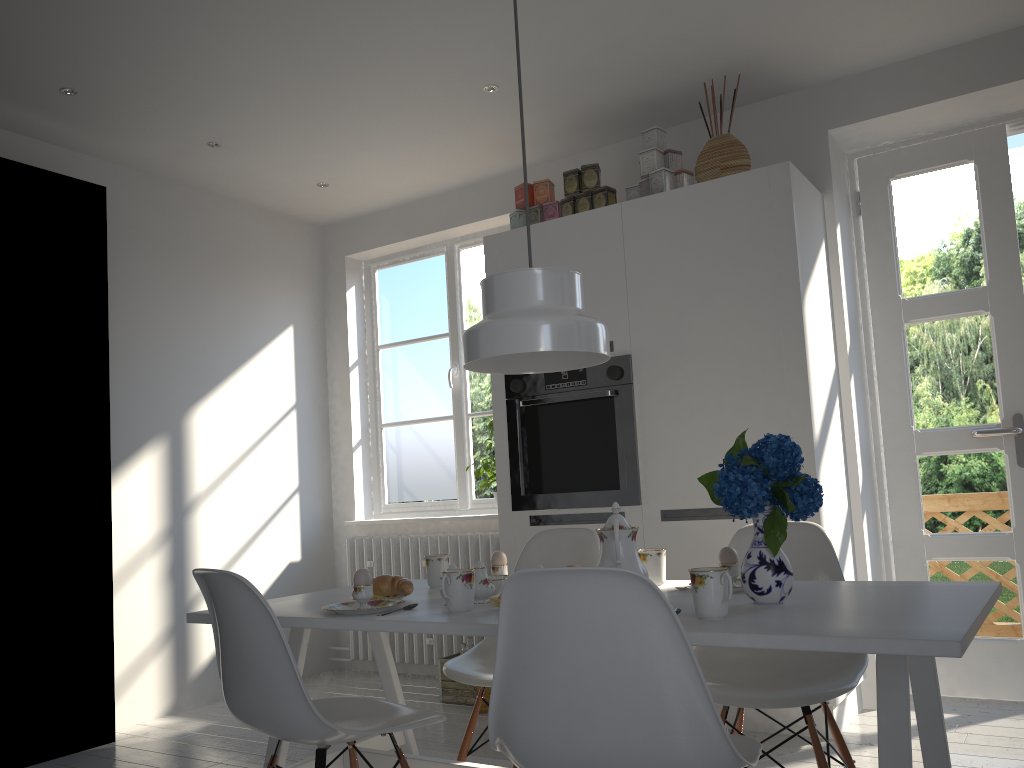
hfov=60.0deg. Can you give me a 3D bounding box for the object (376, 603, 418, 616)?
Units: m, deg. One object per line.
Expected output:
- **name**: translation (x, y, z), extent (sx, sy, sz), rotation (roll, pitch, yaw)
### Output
- **object**: translation (-0.271, 0.533, 2.094), extent (0.032, 0.011, 0.140), rotation (-8, -9, 35)

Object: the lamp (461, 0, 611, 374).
- **lamp**: translation (0.025, -0.708, 2.305), extent (0.373, 1.318, 0.375), rotation (-1, -6, -26)

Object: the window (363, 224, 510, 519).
- **window**: translation (-0.310, -0.037, 4.882), extent (1.289, 1.558, 0.116), rotation (-7, -6, 32)

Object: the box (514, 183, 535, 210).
- **box**: translation (0.065, -0.843, 4.015), extent (0.081, 0.110, 0.081), rotation (1, -7, -37)

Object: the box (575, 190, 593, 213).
- **box**: translation (0.328, -0.769, 3.842), extent (0.081, 0.110, 0.081), rotation (-7, -7, 32)

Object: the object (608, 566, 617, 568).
- **object**: translation (0.204, 0.404, 1.811), extent (0.048, 0.062, 0.048), rotation (-8, -7, 36)

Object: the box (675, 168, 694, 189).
- **box**: translation (0.698, -0.815, 3.644), extent (0.081, 0.110, 0.081), rotation (2, -8, -42)

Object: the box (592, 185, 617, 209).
- **box**: translation (0.398, -0.779, 3.792), extent (0.081, 0.110, 0.081), rotation (-9, -8, 42)

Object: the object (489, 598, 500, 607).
- **object**: translation (0.010, 0.492, 1.983), extent (0.070, 0.036, 0.109), rotation (-9, -9, 40)

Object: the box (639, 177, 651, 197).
- **box**: translation (0.587, -0.801, 3.701), extent (0.081, 0.110, 0.081), rotation (2, -8, -42)

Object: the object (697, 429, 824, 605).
- **object**: translation (0.545, 0.280, 1.904), extent (0.236, 0.375, 0.266), rotation (-7, -7, 34)

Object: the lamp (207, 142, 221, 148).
- **lamp**: translation (-1.345, -1.089, 4.000), extent (0.064, 0.030, 0.064), rotation (-6, -8, 25)

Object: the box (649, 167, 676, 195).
- **box**: translation (0.614, -0.814, 3.615), extent (0.081, 0.110, 0.081), rotation (2, -8, -42)

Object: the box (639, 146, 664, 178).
- **box**: translation (0.583, -0.914, 3.680), extent (0.081, 0.110, 0.081), rotation (-8, -7, 37)

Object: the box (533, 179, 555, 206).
- **box**: translation (0.146, -0.851, 3.982), extent (0.081, 0.110, 0.081), rotation (-6, -6, 22)

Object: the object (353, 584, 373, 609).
- **object**: translation (-0.361, 0.517, 2.157), extent (0.048, 0.057, 0.049), rotation (-1, -6, -17)

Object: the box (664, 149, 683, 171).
- **box**: translation (0.664, -0.914, 3.715), extent (0.081, 0.110, 0.081), rotation (0, -7, -32)

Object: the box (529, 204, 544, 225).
- **box**: translation (0.116, -0.738, 3.989), extent (0.081, 0.110, 0.081), rotation (-8, -7, 37)

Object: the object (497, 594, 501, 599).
- **object**: translation (0.055, 0.472, 2.007), extent (0.124, 0.057, 0.161), rotation (3, -9, -42)

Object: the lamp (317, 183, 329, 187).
- **lamp**: translation (-0.976, -1.037, 4.574), extent (0.064, 0.030, 0.064), rotation (-6, -8, 25)

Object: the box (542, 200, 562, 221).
- **box**: translation (0.189, -0.748, 3.947), extent (0.081, 0.110, 0.081), rotation (-6, -7, 27)

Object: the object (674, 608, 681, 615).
- **object**: translation (0.297, 0.457, 1.745), extent (0.032, 0.011, 0.140), rotation (-8, -9, 35)

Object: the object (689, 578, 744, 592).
- **object**: translation (0.537, 0.496, 2.180), extent (0.201, 0.016, 0.201), rotation (-9, -9, 37)

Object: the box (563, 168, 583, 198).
- **box**: translation (0.276, -0.872, 3.874), extent (0.081, 0.110, 0.081), rotation (-7, -7, 32)

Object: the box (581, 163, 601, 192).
- **box**: translation (0.343, -0.882, 3.823), extent (0.081, 0.110, 0.081), rotation (-5, -6, 12)

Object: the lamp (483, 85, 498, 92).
- **lamp**: translation (-0.087, -1.211, 3.601), extent (0.064, 0.030, 0.064), rotation (-6, -8, 25)

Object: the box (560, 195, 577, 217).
- **box**: translation (0.268, -0.759, 3.893), extent (0.081, 0.110, 0.081), rotation (2, -8, -42)

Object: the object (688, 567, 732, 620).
- **object**: translation (0.390, 0.406, 1.714), extent (0.091, 0.095, 0.078), rotation (-6, -7, 26)

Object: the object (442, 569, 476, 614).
- **object**: translation (-0.126, 0.474, 2.023), extent (0.091, 0.095, 0.078), rotation (-1, -6, -21)

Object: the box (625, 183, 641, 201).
- **box**: translation (0.537, -0.789, 3.779), extent (0.081, 0.110, 0.081), rotation (-7, -7, 32)

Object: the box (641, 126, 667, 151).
- **box**: translation (0.602, -1.017, 3.741), extent (0.081, 0.110, 0.081), rotation (-9, -8, 42)

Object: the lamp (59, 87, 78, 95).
- **lamp**: translation (-1.715, -1.141, 3.426), extent (0.064, 0.030, 0.064), rotation (-6, -7, 20)

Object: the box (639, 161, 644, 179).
- **box**: translation (0.599, -0.902, 3.781), extent (0.081, 0.110, 0.081), rotation (-9, -8, 42)

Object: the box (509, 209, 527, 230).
- **box**: translation (0.041, -0.729, 4.030), extent (0.081, 0.110, 0.081), rotation (0, -7, -27)
